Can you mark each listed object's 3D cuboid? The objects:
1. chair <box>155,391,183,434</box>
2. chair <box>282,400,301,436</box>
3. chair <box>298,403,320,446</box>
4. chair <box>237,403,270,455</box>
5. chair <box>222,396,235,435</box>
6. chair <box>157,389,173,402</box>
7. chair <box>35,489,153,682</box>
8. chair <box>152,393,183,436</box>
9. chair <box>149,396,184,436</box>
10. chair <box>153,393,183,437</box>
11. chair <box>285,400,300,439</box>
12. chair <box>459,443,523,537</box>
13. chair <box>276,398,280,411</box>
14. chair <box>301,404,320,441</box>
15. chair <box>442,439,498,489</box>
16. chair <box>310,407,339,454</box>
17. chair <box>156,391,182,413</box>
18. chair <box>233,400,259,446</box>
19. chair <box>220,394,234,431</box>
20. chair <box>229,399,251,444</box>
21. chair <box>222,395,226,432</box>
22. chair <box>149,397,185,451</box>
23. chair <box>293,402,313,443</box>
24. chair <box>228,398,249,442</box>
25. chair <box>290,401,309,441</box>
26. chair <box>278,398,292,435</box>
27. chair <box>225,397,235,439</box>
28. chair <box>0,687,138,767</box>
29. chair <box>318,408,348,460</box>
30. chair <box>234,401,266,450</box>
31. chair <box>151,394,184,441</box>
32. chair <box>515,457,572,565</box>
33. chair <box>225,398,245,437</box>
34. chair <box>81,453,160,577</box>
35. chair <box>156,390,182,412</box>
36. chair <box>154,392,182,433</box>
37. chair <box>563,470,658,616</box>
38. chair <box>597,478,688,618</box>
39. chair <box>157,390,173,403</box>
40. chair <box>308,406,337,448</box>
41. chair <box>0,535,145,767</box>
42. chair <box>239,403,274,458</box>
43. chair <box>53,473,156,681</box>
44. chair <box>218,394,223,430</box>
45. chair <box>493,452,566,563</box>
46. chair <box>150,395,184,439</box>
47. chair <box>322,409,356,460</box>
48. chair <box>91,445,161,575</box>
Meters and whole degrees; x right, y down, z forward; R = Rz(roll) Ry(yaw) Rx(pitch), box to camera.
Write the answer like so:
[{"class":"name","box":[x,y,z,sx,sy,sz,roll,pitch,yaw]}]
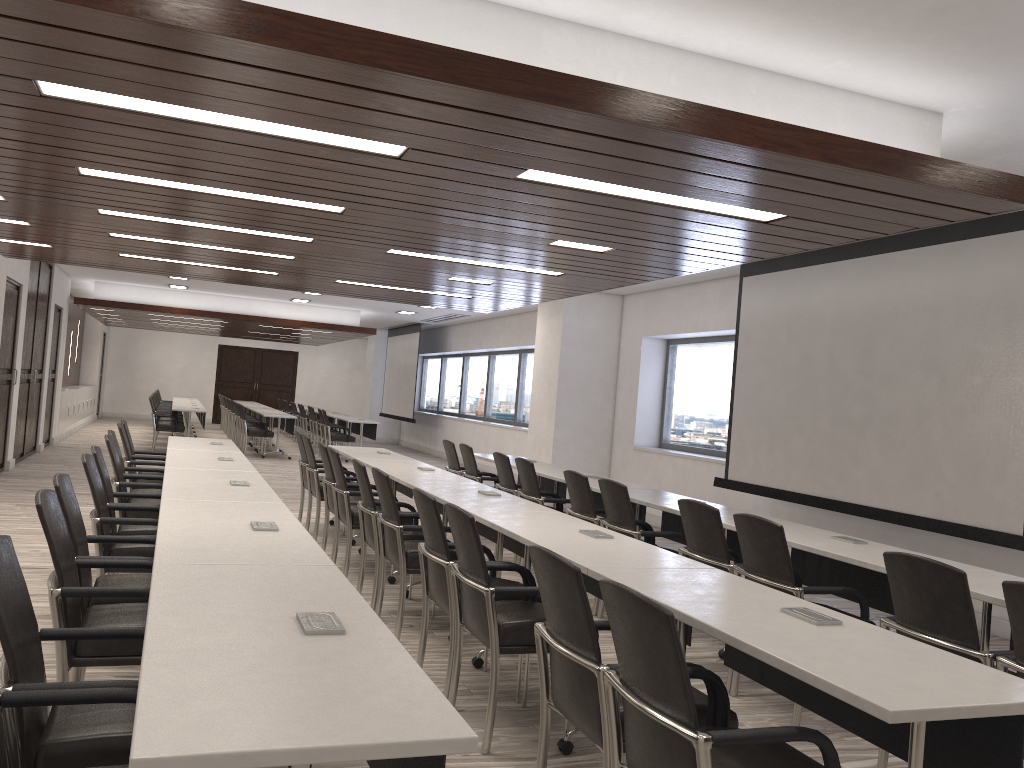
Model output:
[{"class":"chair","box":[-7.862,0.663,20.277,0.638,0.939,0.513,5,-1,-22]},{"class":"chair","box":[-5.605,0.889,22.771,0.638,0.939,0.513,5,-1,-21]},{"class":"chair","box":[-4.525,0.923,19.917,0.638,0.939,0.513,5,-1,-20]},{"class":"chair","box":[-4.848,0.836,16.549,0.638,0.939,0.513,5,-1,-21]},{"class":"chair","box":[-6.810,0.774,21.752,0.638,0.939,0.513,5,-1,-21]},{"class":"chair","box":[-8.945,0.628,23.120,0.638,0.939,0.513,5,-1,-20]},{"class":"chair","box":[-1.409,0.867,3.220,0.638,0.939,0.513,5,-1,-21]},{"class":"chair","box":[-7.148,0.684,18.353,0.638,0.939,0.513,5,-1,-20]},{"class":"chair","box":[-6.251,0.713,16.005,0.638,0.939,0.513,5,-1,-21]},{"class":"chair","box":[-7.325,0.679,18.841,0.638,0.939,0.513,5,-1,-21]},{"class":"chair","box":[-5.418,0.895,22.272,0.638,0.939,0.513,5,-1,-21]},{"class":"chair","box":[-0.211,1.061,8.566,0.638,0.939,0.513,5,-1,-21]},{"class":"chair","box":[-6.135,0.873,24.186,0.638,0.939,0.513,5,-1,-20]},{"class":"chair","box":[-4.341,0.929,19.425,0.638,0.939,0.513,5,-1,-20]},{"class":"chair","box":[-0.410,1.054,9.048,0.638,0.939,0.513,5,-1,-21]},{"class":"chair","box":[-3.806,0.946,18.010,0.638,0.939,0.513,5,-1,-20]},{"class":"chair","box":[-8.226,0.650,21.207,0.638,0.939,0.513,5,-1,-21]},{"class":"chair","box":[-5.369,0.820,17.967,0.638,0.939,0.513,5,-1,-21]},{"class":"chair","box":[-7.338,0.758,23.177,0.638,0.939,0.513,5,-1,-20]},{"class":"chair","box":[-5.732,0.808,18.900,0.638,0.939,0.513,5,-1,-20]},{"class":"chair","box":[-6.987,0.769,22.240,0.638,0.939,0.513,5,-1,-20]},{"class":"chair","box":[-6.058,0.720,15.519,0.638,0.939,0.513,5,-1,-20]},{"class":"chair","box":[-4.869,0.913,20.850,0.638,0.939,0.513,5,-1,-21]},{"class":"chair","box":[-5.918,0.802,19.383,0.638,0.939,0.513,5,-1,-20]},{"class":"chair","box":[-5.049,0.907,21.344,0.638,0.939,0.513,5,-1,-22]},{"class":"chair","box":[-5.959,0.878,23.696,0.638,0.939,0.513,5,-1,-20]},{"class":"chair","box":[-6.276,0.790,20.325,0.638,0.939,0.513,5,-1,-21]},{"class":"chair","box":[-0.882,0.883,1.811,0.638,0.939,0.513,5,-1,-21]},{"class":"chair","box":[-3.450,0.957,17.073,0.638,0.939,0.513,5,-1,-21]},{"class":"chair","box":[-5.185,0.826,17.481,0.638,0.939,0.513,5,-1,-22]},{"class":"chair","box":[-6.792,0.696,17.442,0.638,0.939,0.513,5,-1,-20]},{"class":"chair","box":[0.328,1.078,7.146,0.638,0.939,0.513,5,-1,-21]},{"class":"chair","box":[-6.452,0.785,20.818,0.638,0.939,0.513,5,-1,-21]},{"class":"chair","box":[-1.942,0.850,4.645,0.638,0.939,0.513,5,-1,-20]},{"class":"chair","box":[-8.412,0.644,21.698,0.638,0.939,0.513,5,-1,-20]},{"class":"chair","box":[-7.691,0.667,19.781,0.638,0.939,0.513,5,-1,-20]},{"class":"chair","box":[0.669,1.088,6.204,0.638,0.939,0.513,5,-1,-21]},{"class":"chair","box":[0.867,1.095,5.718,0.638,0.939,0.513,5,-1,-21]},{"class":"chair","box":[-8.757,0.634,22.631,0.638,0.939,0.513,5,-1,-21]},{"class":"chair","box":[-3.975,0.941,18.504,0.638,0.939,0.513,5,-1,-22]},{"class":"chair","box":[-1.056,0.878,2.305,0.638,0.939,0.513,5,-1,-21]},{"class":"chair","box":[-4.648,0.843,16.055,0.638,0.939,0.513,5,-1,-21]},{"class":"chair","box":[-1.605,0.860,3.717,0.638,0.939,0.513,5,-1,-21]},{"class":"chair","box":[-7.537,0.751,23.655,0.638,0.939,0.513,5,-1,-22]},{"class":"chair","box":[0.138,1.071,7.633,0.638,0.939,0.513,5,-1,-20]},{"class":"chair","box":[-6.604,0.702,16.943,0.638,0.939,0.513,5,-1,-21]},{"class":"chair","box":[-3.266,0.963,16.584,0.638,0.939,0.513,5,-1,-20]},{"class":"chair","box":[-2.130,0.844,5.141,0.638,0.939,0.513,5,-1,-22]}]
